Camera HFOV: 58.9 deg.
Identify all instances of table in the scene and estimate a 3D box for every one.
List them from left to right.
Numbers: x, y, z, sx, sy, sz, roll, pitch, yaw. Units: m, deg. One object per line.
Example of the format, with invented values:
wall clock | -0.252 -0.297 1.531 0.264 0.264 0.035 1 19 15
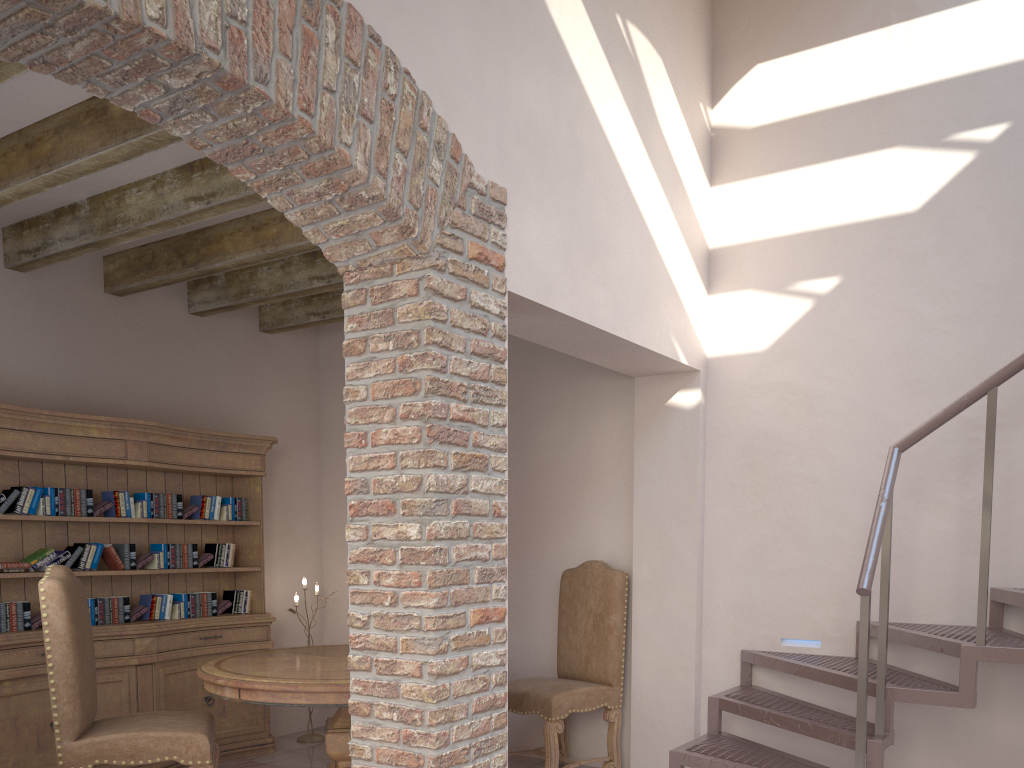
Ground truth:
table | -0.778 1.771 4.606 1.511 0.745 1.541 -1 -7 9

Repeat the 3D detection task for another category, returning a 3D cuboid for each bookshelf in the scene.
bookshelf | -2.146 1.222 5.038 0.480 2.008 2.050 3 -1 34

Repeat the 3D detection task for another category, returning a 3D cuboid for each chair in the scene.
chair | -1.621 1.395 3.927 0.645 1.256 0.536 -1 3 -17
chair | 0.261 1.606 5.094 0.647 1.255 0.535 -2 3 -42

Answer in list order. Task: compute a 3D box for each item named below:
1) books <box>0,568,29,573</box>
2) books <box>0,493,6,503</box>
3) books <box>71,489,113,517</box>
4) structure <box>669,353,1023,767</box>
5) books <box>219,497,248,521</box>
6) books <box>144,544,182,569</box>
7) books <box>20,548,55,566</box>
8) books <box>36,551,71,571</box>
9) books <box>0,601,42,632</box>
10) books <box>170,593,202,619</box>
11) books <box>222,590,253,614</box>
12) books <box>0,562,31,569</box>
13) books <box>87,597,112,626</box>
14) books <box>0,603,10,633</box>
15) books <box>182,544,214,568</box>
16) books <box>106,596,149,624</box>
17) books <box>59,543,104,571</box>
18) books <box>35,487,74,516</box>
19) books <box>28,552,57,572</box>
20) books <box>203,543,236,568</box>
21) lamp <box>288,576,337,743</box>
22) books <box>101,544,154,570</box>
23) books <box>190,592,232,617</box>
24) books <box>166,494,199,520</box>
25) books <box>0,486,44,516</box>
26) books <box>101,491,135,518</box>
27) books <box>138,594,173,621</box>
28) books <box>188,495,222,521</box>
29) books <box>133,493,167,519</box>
books | -2.510 0.928 4.514 0.121 0.017 0.146 -6 -12 33
books | -2.560 0.583 4.410 0.121 0.105 0.144 -2 -5 33
books | -2.261 0.641 4.853 0.121 0.147 0.229 -1 -5 34
structure | 0.801 -0.142 0.790 3.738 3.224 7.306 -2 -8 33
books | -1.745 0.778 5.626 0.134 0.144 0.184 -1 -4 32
books | -2.015 0.997 5.248 0.134 0.144 0.184 -1 -4 32
books | -2.429 0.884 4.631 0.118 0.087 0.134 -3 -6 33
books | -2.383 0.917 4.699 0.121 0.105 0.144 -2 -5 33
books | -2.461 1.178 4.607 0.121 0.147 0.229 -1 -5 34
books | -1.946 1.315 5.378 0.134 0.144 0.184 -1 -4 32
books | -1.727 1.371 5.702 0.121 0.150 0.165 0 -3 34
books | -2.505 0.905 4.520 0.121 0.030 0.146 -6 -11 33
books | -2.270 1.229 4.895 0.134 0.144 0.184 -1 -4 32
books | -2.576 1.147 4.438 0.134 0.144 0.184 -1 -4 32
books | -1.900 1.028 5.417 0.121 0.147 0.229 -1 -5 34
books | -2.155 1.259 5.064 0.121 0.147 0.229 -1 -5 34
books | -2.303 0.918 4.817 0.121 0.148 0.236 -1 -5 34
books | -2.376 0.611 4.684 0.134 0.144 0.184 -1 -4 32
books | -2.424 0.909 4.638 0.121 0.100 0.141 -2 -5 33
books | -1.797 1.054 5.571 0.121 0.150 0.165 0 -3 34
lamp | -1.316 1.842 6.100 0.341 1.140 0.229 -2 5 -24
books | -2.146 0.963 5.051 0.121 0.146 0.295 -1 -6 34
books | -1.830 1.346 5.548 0.121 0.147 0.229 -1 -5 34
books | -1.954 0.723 5.312 0.121 0.147 0.229 -1 -5 34
books | -2.480 0.585 4.527 0.121 0.148 0.236 -1 -5 34
books | -2.164 0.666 4.998 0.121 0.148 0.136 -1 -2 33
books | -2.051 1.285 5.218 0.121 0.150 0.165 0 -3 34
books | -1.850 0.749 5.466 0.121 0.150 0.165 0 -3 34
books | -2.069 0.692 5.143 0.134 0.144 0.184 -1 -4 32
